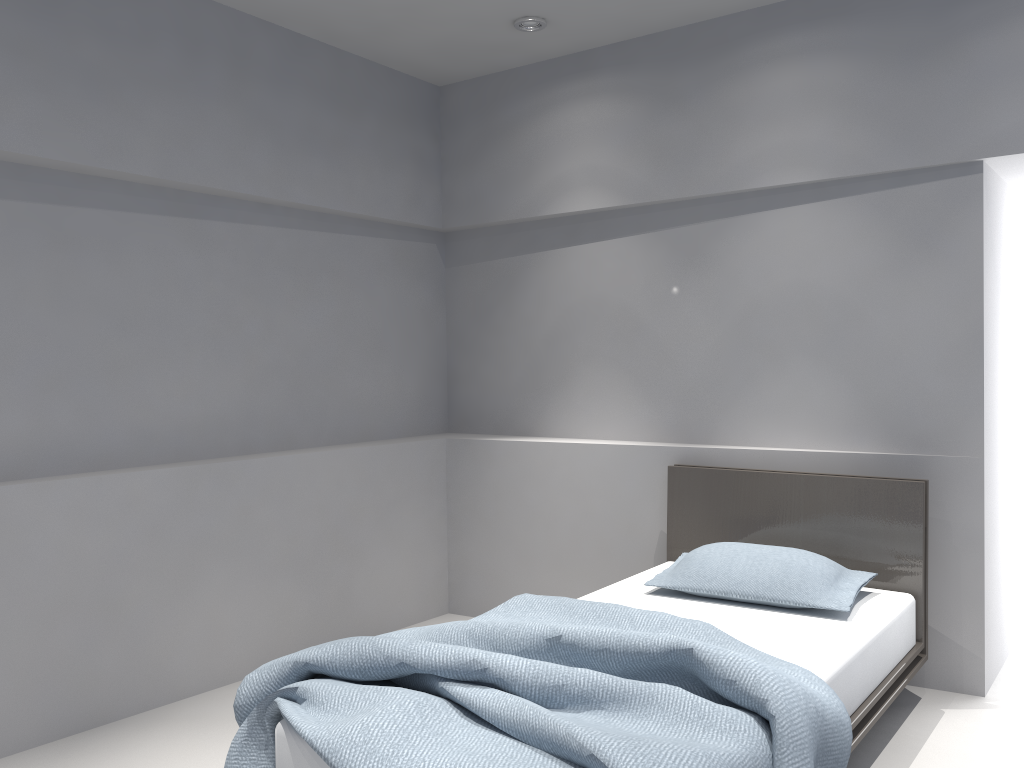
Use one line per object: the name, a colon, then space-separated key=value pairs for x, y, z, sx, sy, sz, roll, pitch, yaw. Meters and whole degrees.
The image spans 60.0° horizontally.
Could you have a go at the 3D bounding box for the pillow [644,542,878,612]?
pillow: x=0.900 y=0.686 z=3.233 sx=0.746 sy=0.173 sz=0.417 roll=0 pitch=2 yaw=32

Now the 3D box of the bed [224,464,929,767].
bed: x=0.417 y=0.762 z=2.701 sx=1.411 sy=0.752 sz=2.319 roll=0 pitch=2 yaw=37
